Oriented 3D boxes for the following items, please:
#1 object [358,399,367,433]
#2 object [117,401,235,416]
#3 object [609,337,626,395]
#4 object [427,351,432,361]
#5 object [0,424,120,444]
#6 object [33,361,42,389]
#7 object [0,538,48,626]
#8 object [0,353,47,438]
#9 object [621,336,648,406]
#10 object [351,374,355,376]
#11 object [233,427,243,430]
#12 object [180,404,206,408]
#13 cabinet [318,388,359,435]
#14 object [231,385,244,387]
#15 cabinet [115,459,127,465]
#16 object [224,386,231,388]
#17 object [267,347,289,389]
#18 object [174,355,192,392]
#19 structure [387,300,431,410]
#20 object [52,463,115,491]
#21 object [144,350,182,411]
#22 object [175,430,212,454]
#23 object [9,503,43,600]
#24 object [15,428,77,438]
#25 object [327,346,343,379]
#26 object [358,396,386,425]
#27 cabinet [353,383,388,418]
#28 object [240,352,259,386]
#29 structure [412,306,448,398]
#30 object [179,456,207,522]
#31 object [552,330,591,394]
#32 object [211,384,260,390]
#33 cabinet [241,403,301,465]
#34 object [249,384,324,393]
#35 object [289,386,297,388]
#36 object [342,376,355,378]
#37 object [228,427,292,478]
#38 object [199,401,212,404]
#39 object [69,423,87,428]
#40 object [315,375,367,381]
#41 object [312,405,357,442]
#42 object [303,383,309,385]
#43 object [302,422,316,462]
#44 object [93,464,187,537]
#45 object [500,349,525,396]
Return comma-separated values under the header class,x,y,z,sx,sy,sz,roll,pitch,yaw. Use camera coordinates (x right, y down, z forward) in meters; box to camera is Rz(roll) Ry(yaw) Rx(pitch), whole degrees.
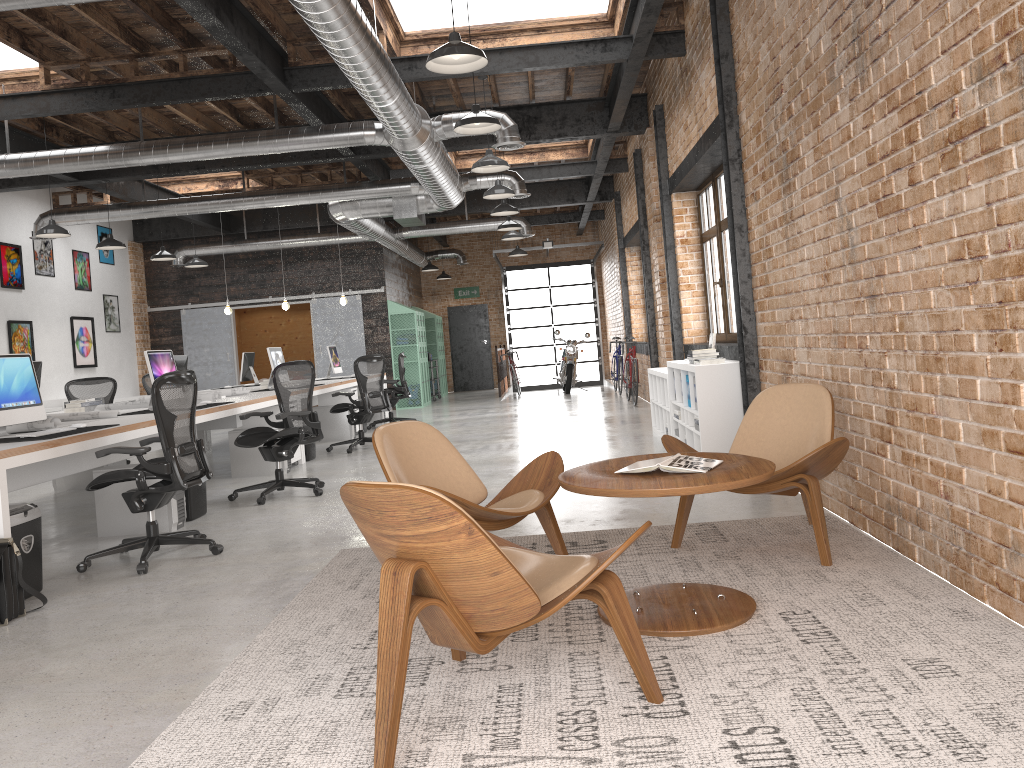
class,x,y,z,sx,sy,sz,roll,pitch,yaw
object,-2.172,0.458,12.396,0.250,0.466,0.338,-5,1,2
object,-2.736,0.201,7.238,0.687,0.008,0.849,-5,3,3
object,1.928,-0.347,16.260,0.401,1.039,1.738,-5,2,-3
object,-1.861,-0.595,18.842,0.309,0.262,0.460,-5,2,3
object,-2.814,0.303,5.173,0.687,0.008,0.849,-5,3,2
object,-4.043,0.056,7.364,0.189,0.485,0.484,-5,1,2
object,-2.495,0.891,4.090,0.548,0.429,0.268,-5,1,0
object,-2.945,0.066,5.193,0.189,0.485,0.484,-5,1,2
object,1.830,-0.219,13.678,0.401,1.039,1.738,-5,2,-3
object,-2.388,-0.131,13.400,0.106,0.028,0.059,-5,2,1
object,-4.072,0.554,13.839,0.543,0.455,0.221,-5,0,2
object,-2.628,0.180,7.215,0.118,0.017,0.439,-5,3,2
cabinet,-2.339,0.399,12.004,0.459,0.648,0.388,-5,1,2
object,-4.034,0.030,12.969,0.118,0.017,0.439,-5,3,2
cabinet,-4.294,0.693,9.113,0.459,0.648,0.388,-5,1,2
object,-4.054,0.040,12.642,0.106,0.028,0.059,-5,2,3
object,-2.751,-0.188,10.342,0.189,0.485,0.484,-5,1,2
object,-3.926,-0.097,10.470,0.189,0.485,0.484,-5,1,2
structure,-1.987,-0.606,17.355,0.556,2.100,1.118,-5,0,2
object,-4.262,0.803,8.793,0.543,0.455,0.221,-5,0,2
object,-2.868,-0.035,7.250,0.189,0.485,0.484,-5,1,2
object,-4.165,0.677,11.355,0.543,0.455,0.221,-5,0,2
object,-2.551,0.856,4.456,0.250,0.466,0.338,-5,1,2
object,-2.706,0.281,5.158,0.118,0.017,0.439,-5,3,2
object,-2.647,-0.324,13.108,0.189,0.485,0.484,-5,1,2
object,-2.261,0.407,13.815,0.541,0.455,0.221,-5,0,2
cabinet,-2.259,0.293,14.145,0.459,0.648,0.388,-5,1,2
object,-3.833,-0.219,12.936,0.189,0.485,0.484,-5,1,2
structure,-1.871,-0.757,20.425,0.556,2.100,1.118,-5,0,2
object,-2.395,0.750,6.475,0.250,0.466,0.338,-5,1,2
object,1.225,-0.486,18.735,0.814,1.359,2.176,-5,2,-10
object,-3.928,0.036,12.945,0.687,0.008,0.849,-5,3,1
cabinet,-2.451,0.545,9.043,0.459,0.648,0.388,-5,1,2
object,-2.618,0.048,10.349,0.687,0.008,0.849,-5,3,2
object,-2.512,0.028,10.307,0.118,0.017,0.439,-5,3,2
object,-2.407,-0.108,13.073,0.118,0.017,0.439,-5,3,2
object,-2.456,0.660,8.666,0.541,0.455,0.221,-5,0,2
object,-2.609,0.157,7.542,0.106,0.028,0.059,-5,2,1
object,-2.687,0.258,5.485,0.106,0.028,0.059,-5,2,3
object,-2.514,-0.088,13.113,0.687,0.008,0.849,-5,3,1
object,-2.342,0.512,11.675,0.541,0.455,0.221,-5,0,2
object,-2.493,0.005,10.634,0.106,0.028,0.059,-5,2,1
object,-2.277,0.596,9.608,0.250,0.466,0.338,-5,1,2
object,-2.552,0.786,6.103,0.541,0.455,0.221,-5,0,2
object,0.046,-0.253,19.676,0.409,1.033,1.736,-5,2,9
